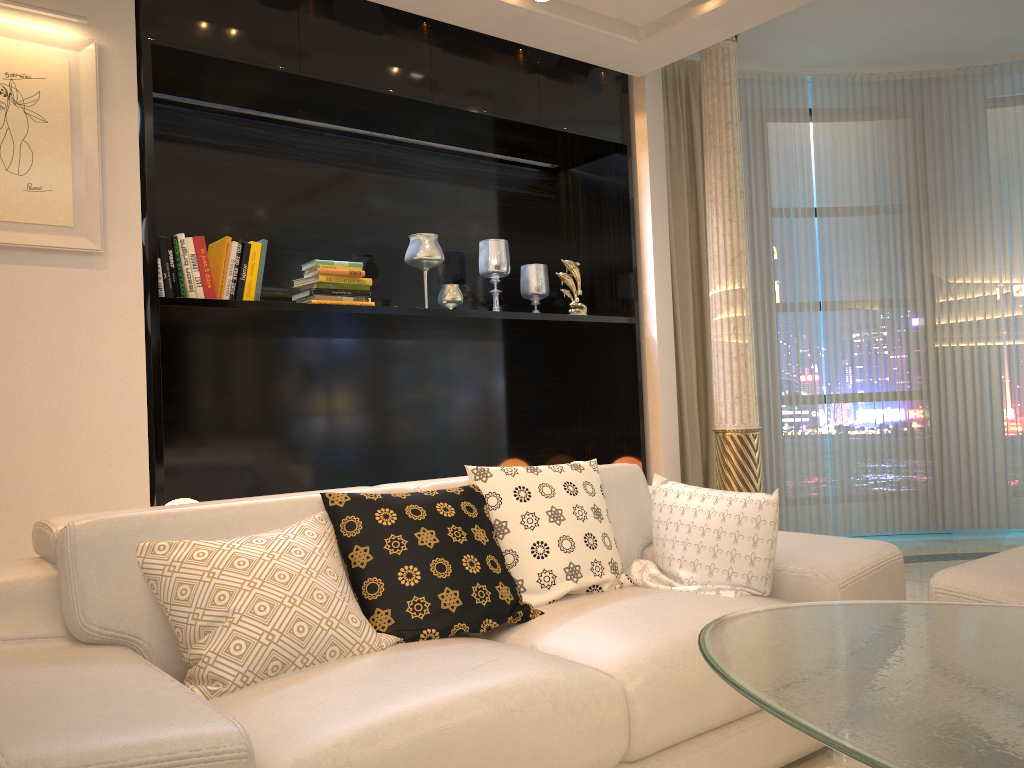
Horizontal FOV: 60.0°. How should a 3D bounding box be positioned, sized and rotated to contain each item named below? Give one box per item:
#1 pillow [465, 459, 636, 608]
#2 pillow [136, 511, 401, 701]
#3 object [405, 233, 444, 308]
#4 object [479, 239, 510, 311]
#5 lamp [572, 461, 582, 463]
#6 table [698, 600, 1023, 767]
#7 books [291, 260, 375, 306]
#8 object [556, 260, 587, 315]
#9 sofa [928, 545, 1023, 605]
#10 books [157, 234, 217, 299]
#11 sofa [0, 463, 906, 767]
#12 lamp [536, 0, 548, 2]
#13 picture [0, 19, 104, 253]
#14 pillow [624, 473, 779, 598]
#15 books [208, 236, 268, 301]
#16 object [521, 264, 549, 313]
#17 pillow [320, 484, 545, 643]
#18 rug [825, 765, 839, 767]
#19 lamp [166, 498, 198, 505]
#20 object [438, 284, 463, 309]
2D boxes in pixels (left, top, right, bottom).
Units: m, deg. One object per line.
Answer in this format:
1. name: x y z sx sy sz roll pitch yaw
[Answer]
1. pillow: 0.142 0.421 2.597 0.526 0.399 0.255 -1 -2 -38
2. pillow: -0.543 0.482 1.988 0.521 0.329 0.351 -1 -2 -38
3. object: -0.408 -0.507 4.176 0.181 0.381 0.181 -1 -2 -44
4. object: -0.086 -0.520 4.559 0.156 0.426 0.156 -1 -2 -33
5. lamp: 0.359 0.519 4.734 0.212 0.214 0.213 -3 -2 12
6. table: 1.055 0.625 0.689 0.999 0.565 2.140 -1 -2 -39
7. books: -0.769 -0.412 3.816 0.296 0.197 0.260 -1 -2 -36
8. object: 0.309 -0.484 4.544 0.182 0.293 0.116 -1 -2 -41
9. sofa: 2.123 0.527 1.540 1.145 0.754 2.328 -1 -2 -38
10. books: -1.284 -0.436 3.378 0.240 0.270 0.208 -1 -2 -38
11. sofa: -0.105 0.643 2.276 2.328 0.754 1.145 -1 -2 -38
12. lamp: 0.125 -1.665 3.696 0.107 0.127 0.107 -4 -2 33
13. picture: -1.642 -0.803 2.829 0.610 0.729 0.027 -1 -2 -38
14. pillow: 0.528 0.432 2.575 0.281 0.325 0.521 -2 -2 -29
15. books: -1.104 -0.436 3.524 0.210 0.261 0.212 -1 -2 -38
16. object: 0.124 -0.469 4.712 0.147 0.317 0.147 -1 -2 -36
17. pillow: -0.190 0.441 2.280 0.524 0.355 0.323 -1 -2 -38
18. rug: 1.076 0.919 0.655 1.661 0.020 2.900 -1 -2 -38
19. lamp: -1.278 0.552 3.447 0.213 0.214 0.212 -2 -2 1
20. object: -0.294 -0.396 4.245 0.119 0.154 0.119 -2 -2 -28
